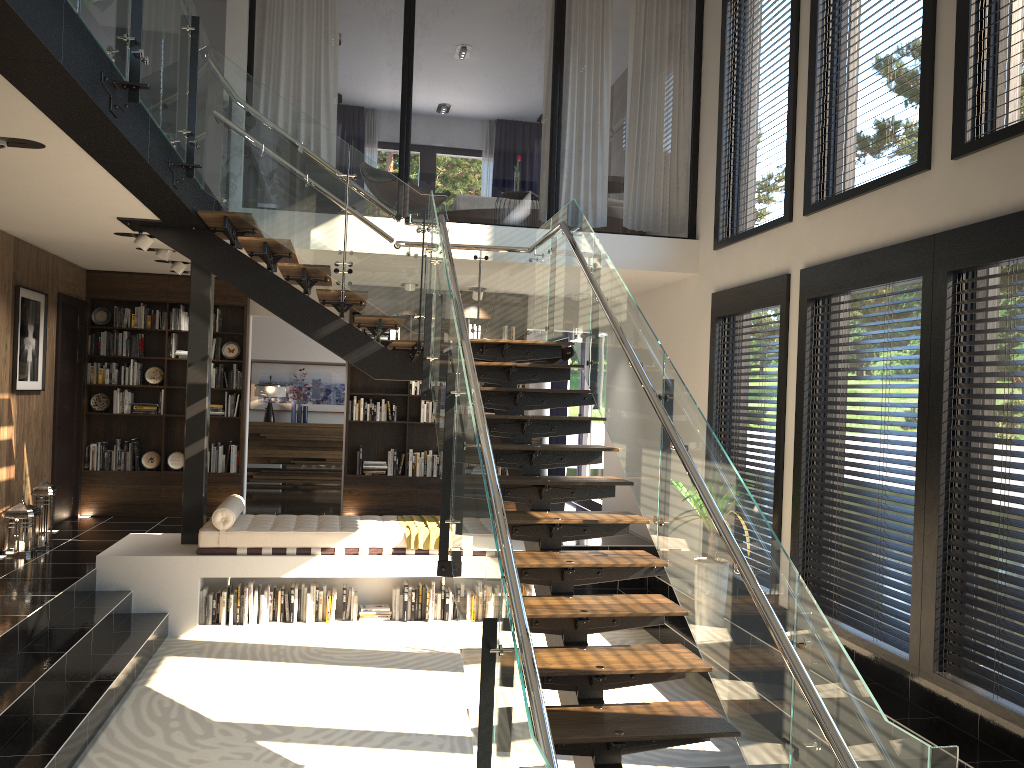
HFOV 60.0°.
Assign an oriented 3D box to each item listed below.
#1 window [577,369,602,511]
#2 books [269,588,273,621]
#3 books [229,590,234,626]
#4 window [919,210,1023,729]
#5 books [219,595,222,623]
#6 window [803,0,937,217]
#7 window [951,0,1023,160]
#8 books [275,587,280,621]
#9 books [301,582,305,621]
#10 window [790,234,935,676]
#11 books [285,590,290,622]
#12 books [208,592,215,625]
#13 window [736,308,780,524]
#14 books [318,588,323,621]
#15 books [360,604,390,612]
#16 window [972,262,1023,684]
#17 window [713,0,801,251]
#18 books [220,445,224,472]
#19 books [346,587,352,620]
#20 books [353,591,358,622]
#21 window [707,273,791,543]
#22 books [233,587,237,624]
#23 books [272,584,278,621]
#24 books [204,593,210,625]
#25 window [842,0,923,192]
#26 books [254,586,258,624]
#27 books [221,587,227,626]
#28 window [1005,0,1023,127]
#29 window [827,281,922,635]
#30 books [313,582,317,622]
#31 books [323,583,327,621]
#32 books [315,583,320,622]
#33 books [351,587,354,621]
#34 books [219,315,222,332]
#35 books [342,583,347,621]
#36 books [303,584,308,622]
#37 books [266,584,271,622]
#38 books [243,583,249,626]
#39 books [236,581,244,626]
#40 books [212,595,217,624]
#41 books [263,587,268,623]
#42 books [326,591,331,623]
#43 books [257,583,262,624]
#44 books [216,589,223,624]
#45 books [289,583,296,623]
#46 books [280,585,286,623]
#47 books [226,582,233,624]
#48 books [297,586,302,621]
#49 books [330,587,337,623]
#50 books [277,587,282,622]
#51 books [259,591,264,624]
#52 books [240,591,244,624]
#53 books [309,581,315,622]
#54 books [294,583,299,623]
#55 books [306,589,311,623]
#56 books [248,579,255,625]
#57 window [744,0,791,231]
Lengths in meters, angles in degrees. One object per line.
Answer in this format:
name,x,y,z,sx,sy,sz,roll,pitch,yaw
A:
window,1.026,0.457,12.695,0.184,2.476,2.981,2,0,-11
books,-2.031,1.863,7.492,0.026,0.247,0.149,2,0,-11
books,-2.309,1.847,7.327,0.027,0.254,0.204,2,0,-11
window,2.627,0.399,4.241,0.358,2.475,1.498,2,0,-11
books,-2.402,1.858,7.350,0.020,0.225,0.156,2,0,-11
window,2.447,-2.444,5.750,0.358,2.475,1.393,2,0,-11
window,2.739,-2.455,4.181,0.358,2.475,1.393,2,0,-11
books,-1.979,1.858,7.485,0.023,0.260,0.133,2,0,-11
books,-1.773,1.842,7.519,0.023,0.308,0.126,2,0,-11
window,2.353,0.408,5.712,0.358,2.475,1.498,2,0,-11
books,-1.895,1.874,7.489,0.050,0.234,0.149,2,0,-11
books,-2.479,1.847,7.311,0.027,0.241,0.150,2,0,-11
window,2.125,0.425,7.326,0.005,2.297,1.221,2,0,-11
books,-1.627,1.875,7.545,0.034,0.252,0.151,2,0,-11
books,-1.184,1.932,7.645,0.249,0.026,0.148,2,-1,-13
window,2.698,0.401,4.246,0.005,2.297,1.313,2,0,-11
window,2.155,-2.434,7.319,0.358,2.475,1.393,2,0,-11
books,-3.285,0.846,10.056,0.011,0.300,0.154,2,0,-11
books,-1.402,1.884,7.613,0.045,0.251,0.142,2,0,-11
books,-1.342,1.903,7.598,0.030,0.218,0.186,2,0,-11
window,2.054,0.422,7.320,0.358,2.475,1.393,2,0,-11
books,-2.288,1.835,7.364,0.028,0.279,0.120,2,0,-11
books,-2.005,1.845,7.496,0.025,0.285,0.137,2,0,-11
books,-2.504,1.852,7.303,0.024,0.229,0.171,2,0,-11
window,2.518,-2.442,5.755,0.005,2.297,1.221,2,0,-11
books,-2.127,1.839,7.384,0.025,0.282,0.149,2,0,-11
books,-2.369,1.835,7.325,0.035,0.273,0.200,2,0,-11
window,2.810,-2.452,4.186,0.005,2.297,1.221,2,0,-11
window,2.425,0.411,5.716,0.005,2.297,1.313,2,0,-11
books,-1.672,1.847,7.517,0.020,0.305,0.172,2,0,-11
books,-1.595,1.856,7.562,0.036,0.293,0.128,2,0,-11
books,-1.652,1.853,7.525,0.023,0.293,0.157,2,0,-11
books,-1.365,1.882,7.593,0.020,0.257,0.154,2,0,-11
books,-3.312,-0.679,10.079,0.022,0.195,0.135,2,0,-11
books,-1.436,1.867,7.589,0.030,0.284,0.176,2,0,-11
books,-1.748,1.853,7.514,0.025,0.287,0.169,2,0,-11
books,-2.043,1.837,7.443,0.020,0.295,0.102,2,0,-11
books,-2.198,1.823,7.350,0.028,0.309,0.211,2,0,-11
books,-2.254,1.815,7.342,0.030,0.322,0.202,2,0,-11
books,-2.457,1.863,7.344,0.029,0.211,0.130,2,0,-11
books,-2.059,1.848,7.417,0.021,0.270,0.148,2,0,-11
books,-1.556,1.887,7.525,0.028,0.232,0.205,2,0,-11
books,-2.105,1.825,7.397,0.021,0.313,0.139,2,0,-11
books,-2.428,1.842,7.352,0.030,0.256,0.145,2,0,-11
books,-1.848,1.843,7.474,0.033,0.299,0.196,2,0,-11
books,-1.930,1.848,7.469,0.028,0.282,0.173,2,0,-11
books,-2.342,1.816,7.358,0.029,0.314,0.163,2,0,-11
books,-1.799,1.859,7.515,0.029,0.271,0.128,2,0,-11
books,-1.519,1.876,7.540,0.050,0.258,0.215,2,0,-11
books,-1.955,1.858,7.473,0.019,0.261,0.183,2,0,-11
books,-2.082,1.862,7.399,0.029,0.240,0.165,2,0,-11
books,-2.231,1.858,7.370,0.029,0.237,0.146,2,0,-11
books,-1.696,1.846,7.518,0.026,0.305,0.187,2,0,-11
books,-1.822,1.847,7.492,0.025,0.293,0.205,2,0,-11
books,-1.720,1.874,7.496,0.027,0.246,0.193,2,0,-11
books,-2.163,1.810,7.377,0.051,0.338,0.187,2,0,-11
window,2.226,-2.432,7.324,0.005,2.297,1.221,2,0,-11
